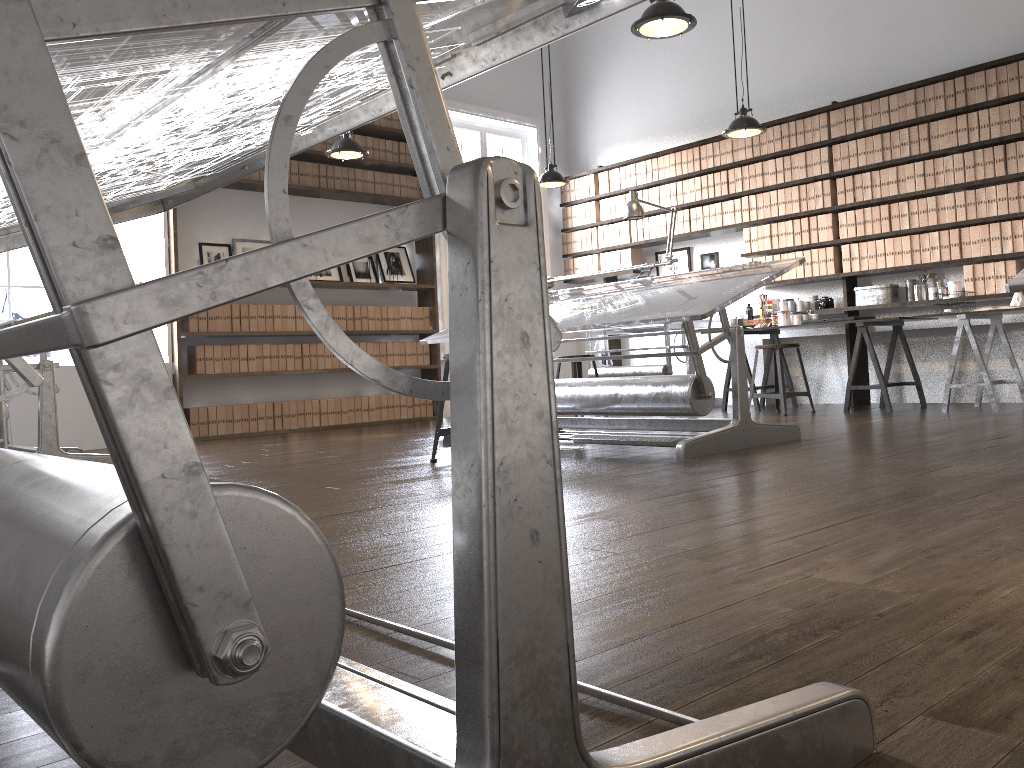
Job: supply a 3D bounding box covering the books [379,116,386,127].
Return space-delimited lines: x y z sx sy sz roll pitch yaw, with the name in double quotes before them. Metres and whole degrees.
"books" -1.242 -2.451 8.194 0.067 0.226 0.174 -1 -2 -42

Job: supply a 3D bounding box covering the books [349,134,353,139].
"books" -1.492 -2.116 7.943 0.067 0.226 0.174 -1 -2 -42

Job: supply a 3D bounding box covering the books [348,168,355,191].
"books" -1.481 -1.803 7.935 0.067 0.226 0.174 -1 -2 -42

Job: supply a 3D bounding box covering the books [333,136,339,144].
"books" -1.600 -2.109 7.854 0.067 0.226 0.174 -1 -2 -42

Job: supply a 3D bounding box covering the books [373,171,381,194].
"books" -1.277 -1.816 8.111 0.067 0.226 0.174 -1 -2 -42

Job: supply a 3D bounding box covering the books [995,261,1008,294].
"books" 3.501 -0.753 6.289 0.174 0.226 0.066 -2 -2 -42

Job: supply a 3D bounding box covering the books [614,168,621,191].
"books" 1.119 -2.052 8.926 0.174 0.226 0.066 -2 -2 -42

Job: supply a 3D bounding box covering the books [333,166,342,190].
"books" -1.583 -1.797 7.837 0.067 0.226 0.174 -1 -2 -42

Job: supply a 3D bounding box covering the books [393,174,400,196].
"books" -1.122 -1.826 8.253 0.067 0.226 0.174 -1 -2 -42

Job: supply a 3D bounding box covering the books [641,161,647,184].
"books" 1.345 -2.059 8.675 0.175 0.226 0.066 -2 -2 -42

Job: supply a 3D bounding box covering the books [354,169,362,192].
"books" -1.426 -1.807 7.976 0.067 0.226 0.174 -1 -2 -42

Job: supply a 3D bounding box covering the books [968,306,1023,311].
"books" 3.234 -0.499 5.847 0.256 0.029 0.354 -4 1 -42

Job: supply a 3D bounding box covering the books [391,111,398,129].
"books" -1.144 -2.457 8.279 0.067 0.226 0.174 -1 -2 -42

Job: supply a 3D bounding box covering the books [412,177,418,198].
"books" -0.972 -1.835 8.389 0.067 0.226 0.174 -1 -2 -42

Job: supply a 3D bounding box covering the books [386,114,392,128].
"books" -1.197 -2.454 8.238 0.067 0.226 0.174 -1 -2 -42

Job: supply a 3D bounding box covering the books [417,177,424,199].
"books" -0.920 -1.839 8.436 0.067 0.226 0.174 -1 -2 -42

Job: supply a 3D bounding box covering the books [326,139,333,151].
"books" -1.648 -2.106 7.802 0.067 0.226 0.174 -1 -2 -42

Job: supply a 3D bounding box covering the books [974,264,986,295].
"books" 3.410 -0.751 6.398 0.175 0.226 0.066 -2 -2 -42

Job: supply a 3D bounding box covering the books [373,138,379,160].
"books" -1.295 -2.128 8.126 0.067 0.226 0.174 -1 -2 -42

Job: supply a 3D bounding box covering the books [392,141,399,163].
"books" -1.137 -2.138 8.269 0.067 0.226 0.174 -1 -2 -42

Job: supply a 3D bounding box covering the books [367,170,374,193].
"books" -1.332 -1.813 8.065 0.067 0.226 0.174 -1 -2 -42

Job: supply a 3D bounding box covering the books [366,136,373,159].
"books" -1.341 -2.125 8.077 0.067 0.226 0.174 -1 -2 -42

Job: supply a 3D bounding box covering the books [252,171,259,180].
"books" -2.162 -1.761 7.320 0.067 0.226 0.174 -1 -2 -42

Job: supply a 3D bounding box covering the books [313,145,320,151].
"books" -1.746 -2.099 7.718 0.067 0.226 0.174 -1 -2 -42

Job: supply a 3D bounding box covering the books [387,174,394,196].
"books" -1.176 -1.823 8.209 0.067 0.226 0.174 -1 -2 -42

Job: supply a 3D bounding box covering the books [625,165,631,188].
"books" 1.216 -2.055 8.824 0.175 0.226 0.066 -2 -2 -42

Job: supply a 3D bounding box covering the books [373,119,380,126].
"books" -1.295 -2.447 8.145 0.067 0.226 0.174 -1 -2 -42

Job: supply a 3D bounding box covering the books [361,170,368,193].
"books" -1.380 -1.810 8.024 0.067 0.226 0.174 -1 -2 -42

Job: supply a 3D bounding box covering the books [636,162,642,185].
"books" 1.305 -2.058 8.723 0.175 0.226 0.066 -2 -2 -42

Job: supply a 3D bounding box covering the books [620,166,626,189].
"books" 1.169 -2.054 8.876 0.174 0.226 0.066 -2 -2 -42

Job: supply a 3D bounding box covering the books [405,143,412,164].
"books" -1.026 -2.145 8.368 0.067 0.226 0.174 -1 -2 -42

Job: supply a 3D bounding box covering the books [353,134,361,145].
"books" -1.440 -2.119 7.993 0.067 0.226 0.174 -1 -2 -42

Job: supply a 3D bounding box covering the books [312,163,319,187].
"books" -1.750 -1.786 7.694 0.067 0.226 0.174 -1 -2 -42

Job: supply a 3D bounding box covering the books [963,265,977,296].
"books" 3.361 -0.749 6.444 0.175 0.226 0.067 -2 -2 -42

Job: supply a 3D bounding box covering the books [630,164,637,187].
"books" 1.257 -2.056 8.770 0.175 0.226 0.067 -2 -2 -42

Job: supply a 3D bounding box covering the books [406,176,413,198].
"books" -1.016 -1.832 8.343 0.067 0.226 0.174 -1 -2 -42

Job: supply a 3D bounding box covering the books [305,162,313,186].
"books" -1.798 -1.784 7.648 0.067 0.226 0.174 -1 -2 -42

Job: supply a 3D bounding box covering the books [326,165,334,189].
"books" -1.639 -1.794 7.794 0.067 0.226 0.174 -1 -2 -42

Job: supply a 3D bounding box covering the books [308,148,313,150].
"books" -1.799 -2.096 7.668 0.067 0.226 0.174 -1 -2 -42

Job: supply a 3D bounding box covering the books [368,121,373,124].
"books" -1.350 -2.444 8.101 0.067 0.226 0.174 -1 -2 -42

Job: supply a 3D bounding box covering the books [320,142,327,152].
"books" -1.700 -2.103 7.761 0.067 0.226 0.174 -1 -2 -42

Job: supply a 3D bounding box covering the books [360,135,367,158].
"books" -1.394 -2.122 8.036 0.067 0.226 0.174 -1 -2 -42

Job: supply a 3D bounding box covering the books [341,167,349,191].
"books" -1.533 -1.800 7.888 0.067 0.226 0.174 -1 -2 -42

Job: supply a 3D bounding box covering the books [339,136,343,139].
"books" -1.547 -2.112 7.899 0.067 0.226 0.174 -1 -2 -42

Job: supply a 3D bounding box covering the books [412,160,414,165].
"books" -0.967 -2.149 8.417 0.067 0.226 0.174 -1 -2 -42

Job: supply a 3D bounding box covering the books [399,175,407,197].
"books" -1.066 -1.829 8.299 0.067 0.226 0.174 -1 -2 -42

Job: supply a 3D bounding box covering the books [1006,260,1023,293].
"books" 3.552 -0.755 6.240 0.175 0.226 0.066 -2 -2 -42

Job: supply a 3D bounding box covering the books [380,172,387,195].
"books" -1.227 -1.819 8.161 0.067 0.226 0.174 -1 -2 -42

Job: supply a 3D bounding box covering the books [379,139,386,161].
"books" -1.242 -2.131 8.174 0.067 0.226 0.174 -1 -2 -42

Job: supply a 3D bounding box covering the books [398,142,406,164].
"books" -1.077 -2.142 8.315 0.067 0.226 0.174 -1 -2 -42

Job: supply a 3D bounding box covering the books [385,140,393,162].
"books" -1.186 -2.135 8.218 0.067 0.226 0.174 -1 -2 -42

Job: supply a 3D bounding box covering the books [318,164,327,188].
"books" -1.692 -1.790 7.739 0.067 0.226 0.174 -1 -2 -42

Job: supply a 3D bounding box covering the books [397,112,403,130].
"books" -1.097 -2.460 8.328 0.067 0.226 0.174 -1 -2 -42

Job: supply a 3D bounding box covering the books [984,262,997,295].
"books" 3.457 -0.752 6.345 0.174 0.226 0.066 -2 -2 -42
